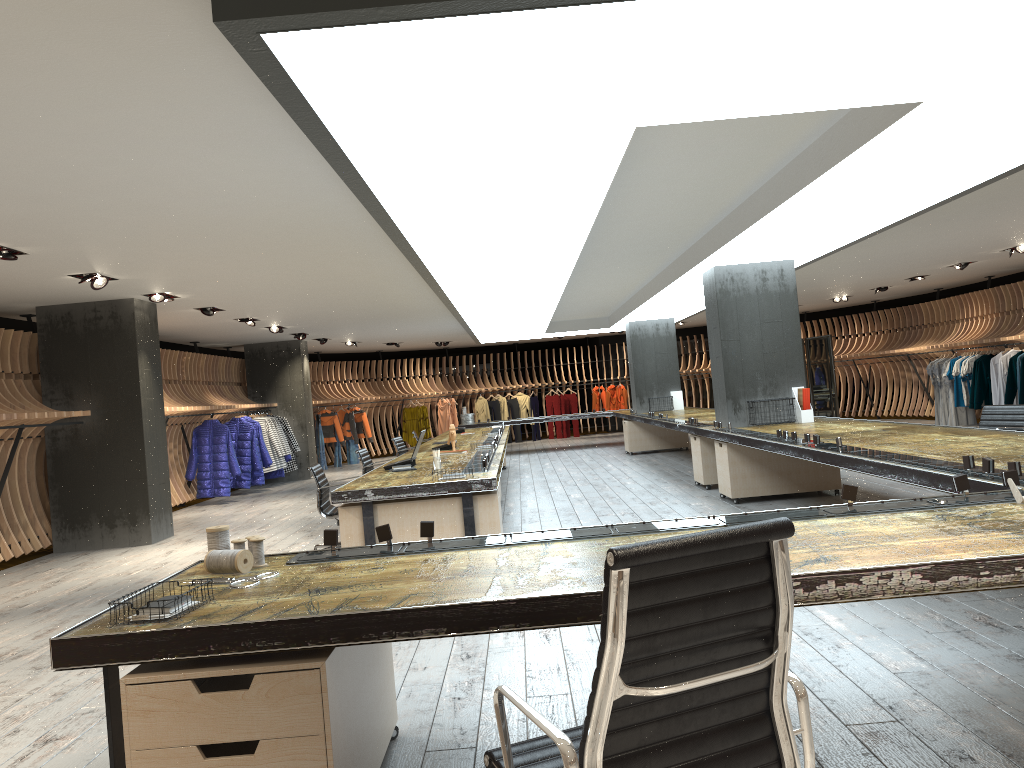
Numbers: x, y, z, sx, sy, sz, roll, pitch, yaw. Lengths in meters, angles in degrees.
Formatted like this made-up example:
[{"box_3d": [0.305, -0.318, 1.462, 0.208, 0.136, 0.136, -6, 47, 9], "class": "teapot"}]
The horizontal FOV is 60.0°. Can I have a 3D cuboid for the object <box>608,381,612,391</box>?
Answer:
[{"box_3d": [2.753, 0.060, 24.480, 0.012, 0.270, 0.525, -6, -1, 30], "class": "object"}]

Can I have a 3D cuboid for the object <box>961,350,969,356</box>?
[{"box_3d": [8.402, -0.532, 16.464, 0.525, 0.270, 0.012, -5, -2, 25], "class": "object"}]

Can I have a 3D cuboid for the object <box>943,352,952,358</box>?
[{"box_3d": [8.382, -0.524, 17.080, 0.525, 0.270, 0.012, -5, -2, -10], "class": "object"}]

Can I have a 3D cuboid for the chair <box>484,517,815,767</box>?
[{"box_3d": [0.275, 0.806, 1.925, 0.665, 1.023, 0.698, -5, -1, -19], "class": "chair"}]

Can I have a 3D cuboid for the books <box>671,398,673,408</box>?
[{"box_3d": [3.197, 0.322, 17.152, 0.215, 0.368, 0.075, -5, -2, 0], "class": "books"}]

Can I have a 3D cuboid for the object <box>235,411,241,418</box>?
[{"box_3d": [-4.768, 0.620, 15.394, 0.523, 0.292, 0.012, -5, -2, 0], "class": "object"}]

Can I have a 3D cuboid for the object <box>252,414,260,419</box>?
[{"box_3d": [-4.717, 0.634, 16.412, 0.518, 0.313, 0.012, -5, -2, 0], "class": "object"}]

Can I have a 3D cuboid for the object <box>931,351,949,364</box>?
[{"box_3d": [8.390, -0.523, 17.225, 0.525, 0.270, 0.012, -5, -2, 15], "class": "object"}]

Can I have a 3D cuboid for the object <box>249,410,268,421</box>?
[{"box_3d": [-4.718, 0.631, 16.176, 0.518, 0.313, 0.012, -5, -2, 0], "class": "object"}]

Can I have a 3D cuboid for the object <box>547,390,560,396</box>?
[{"box_3d": [1.109, 0.203, 24.505, 0.012, 0.270, 0.524, -3, -2, -45], "class": "object"}]

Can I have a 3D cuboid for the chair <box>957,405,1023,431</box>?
[{"box_3d": [4.011, 0.629, 7.518, 0.668, 0.860, 0.693, -4, -1, -24], "class": "chair"}]

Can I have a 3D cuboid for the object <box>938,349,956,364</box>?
[{"box_3d": [8.389, -0.527, 16.944, 0.525, 0.270, 0.012, -5, -2, 15], "class": "object"}]

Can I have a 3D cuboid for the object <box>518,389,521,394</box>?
[{"box_3d": [0.216, 0.279, 24.343, 0.525, 0.270, 0.012, -5, -2, 25], "class": "object"}]

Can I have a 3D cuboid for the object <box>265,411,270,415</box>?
[{"box_3d": [-4.714, 0.654, 17.211, 0.516, 0.316, 0.012, -5, -2, 0], "class": "object"}]

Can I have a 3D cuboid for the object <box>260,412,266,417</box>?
[{"box_3d": [-4.714, 0.639, 16.853, 0.518, 0.313, 0.012, -5, -2, 0], "class": "object"}]

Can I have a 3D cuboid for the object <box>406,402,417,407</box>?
[{"box_3d": [-2.594, 0.510, 22.827, 0.525, 0.270, 0.012, -6, -2, 30], "class": "object"}]

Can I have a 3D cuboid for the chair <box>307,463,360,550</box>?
[{"box_3d": [-1.424, 1.108, 7.748, 0.668, 0.860, 0.693, -5, -1, -14], "class": "chair"}]

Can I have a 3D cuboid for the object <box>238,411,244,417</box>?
[{"box_3d": [-4.734, 0.614, 15.534, 0.523, 0.291, 0.012, -5, -2, 0], "class": "object"}]

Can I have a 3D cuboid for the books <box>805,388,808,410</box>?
[{"box_3d": [3.171, 0.229, 9.630, 0.048, 0.368, 0.215, -5, -1, 0], "class": "books"}]

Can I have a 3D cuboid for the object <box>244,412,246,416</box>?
[{"box_3d": [-4.750, 0.609, 15.713, 0.525, 0.270, 0.012, -5, -2, 0], "class": "object"}]

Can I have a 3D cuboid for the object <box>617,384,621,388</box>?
[{"box_3d": [2.977, 0.039, 24.444, 0.012, 0.270, 0.524, -4, -1, -20], "class": "object"}]

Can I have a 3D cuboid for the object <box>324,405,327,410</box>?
[{"box_3d": [-4.289, 0.626, 20.398, 0.525, 0.270, 0.012, -5, -2, 15], "class": "object"}]

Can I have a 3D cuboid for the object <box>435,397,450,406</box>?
[{"box_3d": [-1.845, 0.449, 23.426, 0.524, 0.270, 0.012, -6, -2, 35], "class": "object"}]

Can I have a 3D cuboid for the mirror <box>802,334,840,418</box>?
[{"box_3d": [5.152, 0.120, 16.706, 2.110, 1.893, 0.443, -6, -2, 41], "class": "mirror"}]

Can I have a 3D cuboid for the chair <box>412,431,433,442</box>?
[{"box_3d": [-1.333, 1.186, 14.768, 0.668, 0.860, 0.693, -5, -1, -14], "class": "chair"}]

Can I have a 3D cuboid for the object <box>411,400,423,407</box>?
[{"box_3d": [-2.463, 0.500, 22.954, 0.525, 0.270, 0.012, -6, -2, 30], "class": "object"}]

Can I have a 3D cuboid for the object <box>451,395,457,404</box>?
[{"box_3d": [-1.600, 0.429, 23.567, 0.012, 0.270, 0.524, -4, -1, -35], "class": "object"}]

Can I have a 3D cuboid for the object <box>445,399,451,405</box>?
[{"box_3d": [-1.746, 0.441, 23.493, 0.012, 0.270, 0.524, -4, -1, -30], "class": "object"}]

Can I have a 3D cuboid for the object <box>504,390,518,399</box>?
[{"box_3d": [-0.078, 0.305, 24.248, 0.525, 0.270, 0.012, -5, -2, 25], "class": "object"}]

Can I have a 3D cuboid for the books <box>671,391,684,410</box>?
[{"box_3d": [3.197, 0.321, 17.124, 0.215, 0.368, 0.073, -5, -2, 0], "class": "books"}]

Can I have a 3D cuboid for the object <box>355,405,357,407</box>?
[{"box_3d": [-3.773, 0.593, 21.409, 0.525, 0.270, 0.012, -6, -2, 30], "class": "object"}]

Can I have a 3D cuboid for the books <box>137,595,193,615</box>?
[{"box_3d": [-1.057, 0.675, 2.711, 0.110, 0.025, 0.155, -5, -1, 5], "class": "books"}]

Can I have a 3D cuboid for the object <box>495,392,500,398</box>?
[{"box_3d": [-0.372, 0.331, 24.166, 0.012, 0.270, 0.524, -3, -2, -45], "class": "object"}]

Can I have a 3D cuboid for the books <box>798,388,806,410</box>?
[{"box_3d": [3.150, 0.231, 9.630, 0.048, 0.368, 0.215, -5, -1, 0], "class": "books"}]

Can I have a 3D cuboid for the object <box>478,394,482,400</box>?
[{"box_3d": [-0.841, 0.370, 23.973, 0.012, 0.270, 0.524, -4, -1, -35], "class": "object"}]

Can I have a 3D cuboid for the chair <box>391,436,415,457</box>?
[{"box_3d": [-1.337, 1.159, 12.558, 0.667, 0.860, 0.693, -5, -1, -4], "class": "chair"}]

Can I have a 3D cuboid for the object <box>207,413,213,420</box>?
[{"box_3d": [-4.761, 0.589, 14.002, 0.525, 0.270, 0.012, -5, -2, 0], "class": "object"}]

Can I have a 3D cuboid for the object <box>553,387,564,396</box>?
[{"box_3d": [1.274, 0.189, 24.518, 0.012, 0.270, 0.524, -4, -1, -30], "class": "object"}]

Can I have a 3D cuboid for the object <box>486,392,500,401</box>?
[{"box_3d": [-0.554, 0.345, 24.088, 0.524, 0.270, 0.012, -6, -2, 35], "class": "object"}]

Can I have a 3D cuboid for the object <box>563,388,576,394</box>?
[{"box_3d": [1.561, 0.164, 24.535, 0.524, 0.270, 0.012, -6, -2, 40], "class": "object"}]

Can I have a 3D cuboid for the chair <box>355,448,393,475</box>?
[{"box_3d": [-1.386, 1.131, 9.914, 0.668, 0.860, 0.693, -5, -1, -9], "class": "chair"}]

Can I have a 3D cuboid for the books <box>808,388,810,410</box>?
[{"box_3d": [3.193, 0.227, 9.630, 0.048, 0.368, 0.215, -5, -1, 0], "class": "books"}]

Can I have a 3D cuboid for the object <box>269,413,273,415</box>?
[{"box_3d": [-4.717, 0.654, 17.399, 0.518, 0.313, 0.012, -5, -2, 0], "class": "object"}]

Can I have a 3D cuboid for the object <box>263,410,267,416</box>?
[{"box_3d": [-4.773, 0.627, 17.053, 0.525, 0.270, 0.012, -5, -2, 0], "class": "object"}]

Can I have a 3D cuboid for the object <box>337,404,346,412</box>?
[{"box_3d": [-4.034, 0.612, 20.934, 0.525, 0.270, 0.012, -5, -2, 20], "class": "object"}]

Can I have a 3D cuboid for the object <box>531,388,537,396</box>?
[{"box_3d": [0.585, 0.246, 24.423, 0.012, 0.270, 0.525, -6, -1, 25], "class": "object"}]

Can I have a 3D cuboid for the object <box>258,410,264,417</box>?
[{"box_3d": [-4.715, 0.637, 16.674, 0.518, 0.313, 0.012, -5, -2, 0], "class": "object"}]

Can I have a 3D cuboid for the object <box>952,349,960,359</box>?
[{"box_3d": [8.407, -0.530, 16.770, 0.525, 0.270, 0.012, -5, -2, -15], "class": "object"}]
